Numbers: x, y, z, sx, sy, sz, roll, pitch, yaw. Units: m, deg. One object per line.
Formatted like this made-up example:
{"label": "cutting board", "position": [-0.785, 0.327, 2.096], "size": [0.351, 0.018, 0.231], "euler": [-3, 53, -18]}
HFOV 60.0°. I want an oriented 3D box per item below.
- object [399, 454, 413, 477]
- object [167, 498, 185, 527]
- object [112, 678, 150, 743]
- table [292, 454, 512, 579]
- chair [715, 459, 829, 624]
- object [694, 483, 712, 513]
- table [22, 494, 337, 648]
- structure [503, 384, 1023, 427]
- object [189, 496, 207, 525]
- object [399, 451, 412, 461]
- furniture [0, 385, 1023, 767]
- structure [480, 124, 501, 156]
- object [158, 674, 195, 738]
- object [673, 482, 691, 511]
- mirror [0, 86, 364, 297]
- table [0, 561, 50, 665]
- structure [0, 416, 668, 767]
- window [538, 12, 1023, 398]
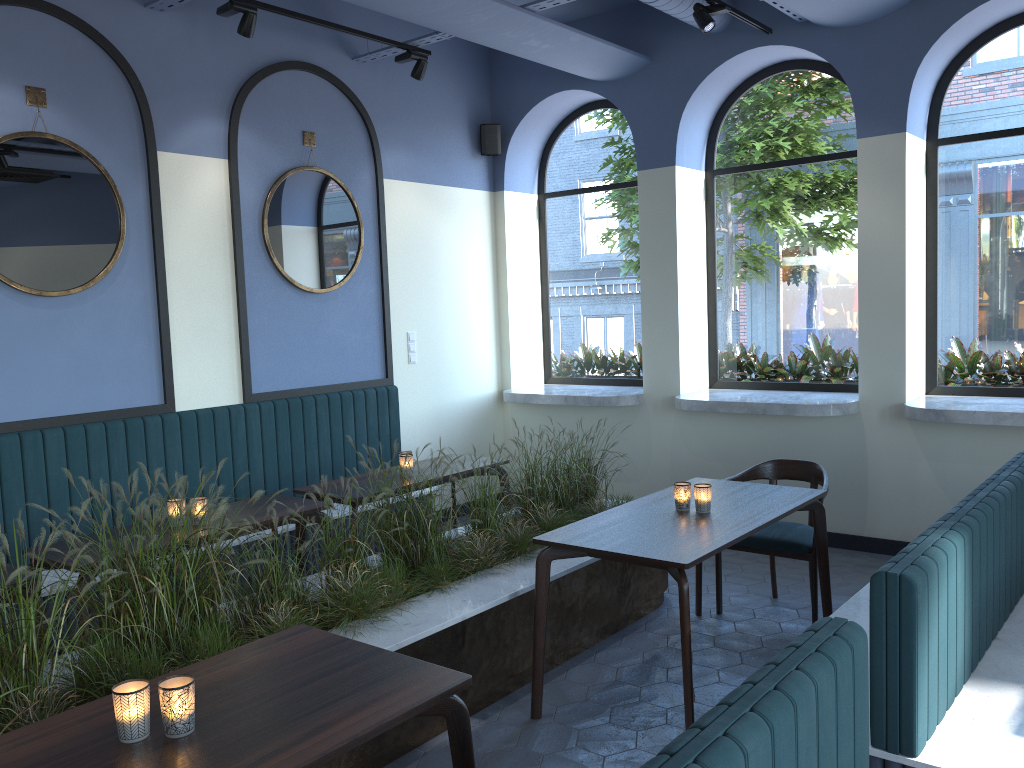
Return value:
{"label": "object", "position": [-0.604, 0.466, 5.086], "size": [0.078, 0.120, 0.078], "euler": [0, 5, 22]}
{"label": "object", "position": [-1.537, 0.589, 4.070], "size": [0.078, 0.120, 0.078], "euler": [0, 5, 22]}
{"label": "object", "position": [-0.856, 0.738, 2.000], "size": [0.078, 0.120, 0.078], "euler": [0, 5, 22]}
{"label": "table", "position": [-0.589, 0.896, 5.192], "size": [0.548, 0.755, 1.332], "euler": [2, 6, 39]}
{"label": "chair", "position": [1.431, 0.837, 4.760], "size": [0.618, 0.793, 0.525], "euler": [2, 6, 38]}
{"label": "object", "position": [0.848, 0.508, 3.937], "size": [0.078, 0.120, 0.078], "euler": [-5, 6, -34]}
{"label": "table", "position": [-1.463, 1.022, 4.105], "size": [0.548, 0.755, 1.332], "euler": [2, 6, 39]}
{"label": "structure", "position": [2.106, 0.568, 0.943], "size": [4.315, 0.080, 14.155], "euler": [-2, 5, 0]}
{"label": "object", "position": [-1.441, 0.584, 4.085], "size": [0.078, 0.120, 0.078], "euler": [0, 5, 22]}
{"label": "object", "position": [-0.620, 0.459, 5.183], "size": [0.078, 0.120, 0.078], "euler": [0, 5, 22]}
{"label": "furniture", "position": [-0.547, 0.849, 3.384], "size": [4.703, 1.150, 4.800], "euler": [2, 6, 39]}
{"label": "structure", "position": [-1.271, -1.434, 0.879], "size": [7.261, 0.268, 13.143], "euler": [0, 5, 22]}
{"label": "object", "position": [-0.759, 0.733, 2.016], "size": [0.078, 0.120, 0.078], "euler": [0, 5, 22]}
{"label": "object", "position": [0.768, 0.506, 3.994], "size": [0.078, 0.120, 0.078], "euler": [-5, 6, -34]}
{"label": "mirror", "position": [-2.437, -1.009, 4.689], "size": [0.026, 1.089, 4.357], "euler": [2, 6, 39]}
{"label": "table", "position": [-2.323, 1.146, 3.035], "size": [0.548, 0.755, 1.285], "euler": [2, 6, 39]}
{"label": "structure", "position": [-0.814, 0.813, 3.594], "size": [1.143, 1.207, 4.878], "euler": [2, 6, 40]}
{"label": "window", "position": [2.279, -0.663, 0.859], "size": [3.897, 2.394, 14.212], "euler": [-2, 5, 0]}
